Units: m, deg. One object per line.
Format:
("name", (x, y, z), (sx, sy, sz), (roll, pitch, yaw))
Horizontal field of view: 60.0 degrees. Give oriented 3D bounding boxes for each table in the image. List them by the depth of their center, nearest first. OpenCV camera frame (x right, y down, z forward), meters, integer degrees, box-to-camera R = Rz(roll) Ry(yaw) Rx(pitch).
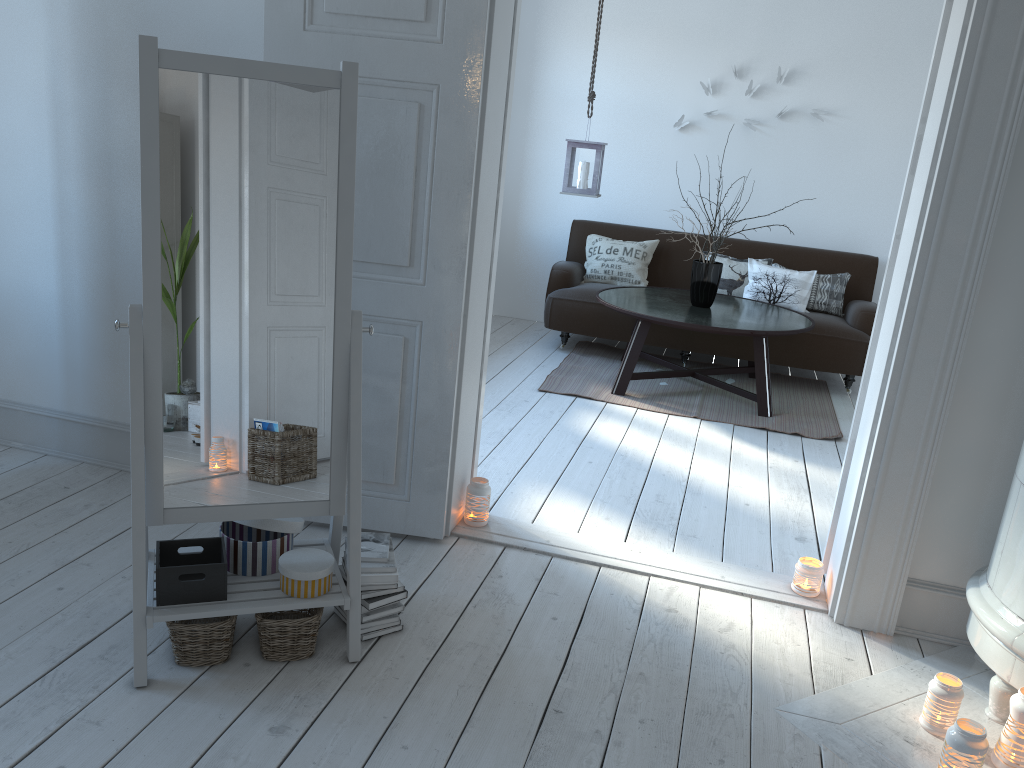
("table", (1.129, -0.226, 5.417), (1.299, 0.506, 1.294), (7, 16, 3))

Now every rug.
("rug", (1.114, -0.017, 5.505), (1.709, 0.055, 1.450), (10, 16, 13))

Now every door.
("door", (0.544, -0.586, 2.722), (2.597, 2.517, 0.575), (10, 17, 13))

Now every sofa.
("sofa", (1.355, -0.574, 6.104), (2.163, 0.829, 0.964), (10, 16, 13))

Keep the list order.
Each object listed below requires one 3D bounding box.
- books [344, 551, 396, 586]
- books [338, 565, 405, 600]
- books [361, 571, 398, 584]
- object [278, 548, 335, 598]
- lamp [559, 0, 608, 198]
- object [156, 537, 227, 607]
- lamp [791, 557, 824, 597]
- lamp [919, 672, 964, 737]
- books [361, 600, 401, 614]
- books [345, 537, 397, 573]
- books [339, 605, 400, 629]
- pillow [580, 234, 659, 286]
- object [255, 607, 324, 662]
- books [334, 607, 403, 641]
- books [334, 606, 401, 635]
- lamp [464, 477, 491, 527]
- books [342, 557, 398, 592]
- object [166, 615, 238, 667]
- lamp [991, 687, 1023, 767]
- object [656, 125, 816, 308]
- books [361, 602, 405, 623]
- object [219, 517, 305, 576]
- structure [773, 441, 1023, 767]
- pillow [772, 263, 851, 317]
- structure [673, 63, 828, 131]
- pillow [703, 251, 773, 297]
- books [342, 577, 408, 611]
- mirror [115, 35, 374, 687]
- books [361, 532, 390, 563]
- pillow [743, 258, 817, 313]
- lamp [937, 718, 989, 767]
("books", (-0.400, 0.514, 2.481), (0.128, 0.016, 0.180), (2, 16, -15))
("books", (-0.398, 0.546, 2.494), (0.128, 0.016, 0.178), (-4, 18, -32))
("books", (-0.392, 0.496, 2.468), (0.128, 0.027, 0.199), (2, 16, -15))
("object", (-0.540, 0.495, 2.327), (0.142, 0.075, 0.141), (5, 16, -3))
("lamp", (0.505, -1.995, 5.150), (0.228, 1.771, 0.227), (9, 17, 10))
("object", (-0.815, 0.473, 2.253), (0.165, 0.103, 0.154), (0, 17, -21))
("lamp", (0.982, 0.640, 2.942), (0.093, 0.110, 0.093), (15, 18, 29))
("lamp", (1.110, 0.825, 2.287), (0.084, 0.147, 0.083), (11, 17, 17))
("books", (-0.415, 0.586, 2.507), (0.128, 0.022, 0.166), (-8, 21, -41))
("books", (-0.395, 0.474, 2.466), (0.132, 0.017, 0.186), (2, 16, -13))
("books", (-0.413, 0.635, 2.517), (0.128, 0.016, 0.180), (-3, 18, -30))
("pillow", (0.758, -0.867, 6.304), (0.519, 0.369, 0.238), (9, 16, 12))
("object", (-0.606, 0.624, 2.397), (0.185, 0.140, 0.294), (2, 16, -14))
("books", (-0.411, 0.667, 2.529), (0.128, 0.016, 0.178), (-6, 19, -37))
("books", (-0.414, 0.650, 2.524), (0.128, 0.016, 0.176), (-5, 19, -34))
("lamp", (-0.123, 0.424, 3.198), (0.089, 0.167, 0.088), (9, 16, 12))
("books", (-0.401, 0.529, 2.488), (0.128, 0.016, 0.176), (0, 16, -19))
("object", (-0.812, 0.620, 2.338), (0.185, 0.140, 0.294), (2, 16, -14))
("lamp", (1.239, 0.843, 2.151), (0.098, 0.211, 0.098), (11, 17, 17))
("object", (1.295, -0.943, 5.114), (0.846, 1.071, 0.523), (1, 17, -15))
("books", (-0.409, 0.608, 2.507), (0.132, 0.017, 0.186), (-7, 20, -38))
("object", (-0.691, 0.404, 2.446), (0.206, 0.159, 0.240), (12, 17, 20))
("structure", (1.549, -0.346, 1.933), (1.247, 2.841, 0.797), (-4, 19, -30))
("pillow", (2.005, -0.642, 6.020), (0.542, 0.289, 0.182), (10, 16, 14))
("structure", (1.663, -1.960, 6.145), (1.024, 0.480, 0.085), (10, 17, 13))
("pillow", (1.522, -0.716, 6.094), (0.472, 0.349, 0.158), (9, 16, 11))
("books", (-0.402, 0.568, 2.491), (0.128, 0.022, 0.192), (-9, 21, -42))
("mirror", (-0.653, -0.043, 2.208), (0.610, 1.496, 0.415), (-1, 17, -21))
("books", (-0.399, 0.454, 2.475), (0.111, 0.014, 0.156), (4, 16, -7))
("pillow", (1.784, -0.661, 5.956), (0.470, 0.310, 0.187), (10, 16, 13))
("lamp", (1.051, 0.870, 2.068), (0.089, 0.167, 0.088), (10, 17, 14))
